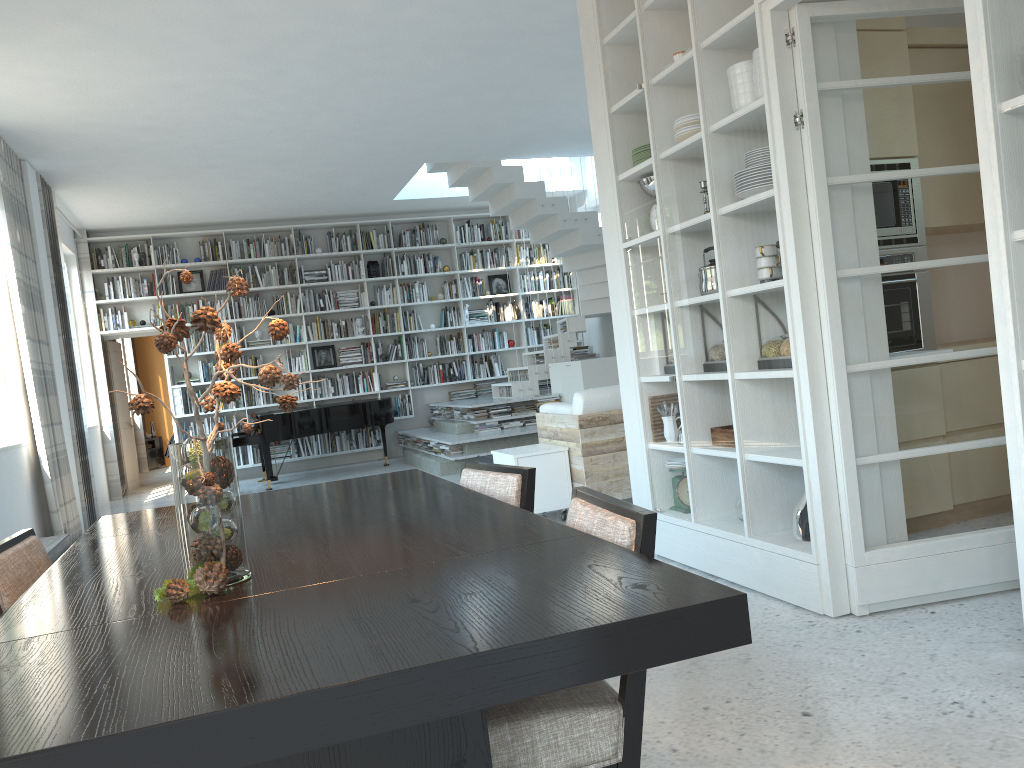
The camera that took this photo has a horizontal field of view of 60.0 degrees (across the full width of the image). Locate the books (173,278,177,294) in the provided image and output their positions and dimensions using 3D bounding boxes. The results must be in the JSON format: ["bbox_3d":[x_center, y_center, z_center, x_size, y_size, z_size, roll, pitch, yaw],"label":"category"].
[{"bbox_3d":[-4.169,-1.196,10.975,0.012,0.214,0.185,-7,2,-18],"label":"books"}]

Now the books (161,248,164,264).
[{"bbox_3d":[-4.300,-1.555,10.946,0.013,0.225,0.177,-7,2,-18],"label":"books"}]

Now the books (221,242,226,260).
[{"bbox_3d":[-3.636,-1.653,11.181,0.039,0.252,0.146,-7,2,-18],"label":"books"}]

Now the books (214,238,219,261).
[{"bbox_3d":[-3.712,-1.666,11.129,0.025,0.297,0.163,-7,2,-18],"label":"books"}]

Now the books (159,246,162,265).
[{"bbox_3d":[-4.331,-1.564,10.938,0.012,0.249,0.180,-7,2,-18],"label":"books"}]

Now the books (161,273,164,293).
[{"bbox_3d":[-4.310,-1.216,10.950,0.006,0.289,0.144,-7,2,-18],"label":"books"}]

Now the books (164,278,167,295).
[{"bbox_3d":[-4.278,-1.200,10.957,0.010,0.249,0.166,-7,2,-18],"label":"books"}]

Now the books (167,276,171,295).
[{"bbox_3d":[-4.237,-1.203,10.965,0.019,0.244,0.153,-7,2,-18],"label":"books"}]

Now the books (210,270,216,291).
[{"bbox_3d":[-3.752,-1.279,11.124,0.110,0.280,0.174,-7,2,-18],"label":"books"}]

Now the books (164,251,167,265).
[{"bbox_3d":[-4.276,-1.542,10.969,0.014,0.192,0.146,-7,2,-18],"label":"books"}]

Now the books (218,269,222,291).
[{"bbox_3d":[-3.677,-1.295,11.167,0.078,0.286,0.174,-7,2,-18],"label":"books"}]

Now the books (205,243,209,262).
[{"bbox_3d":[-3.818,-1.628,11.101,0.028,0.249,0.155,-7,2,-18],"label":"books"}]

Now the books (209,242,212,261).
[{"bbox_3d":[-3.775,-1.641,11.114,0.010,0.263,0.156,-7,2,-18],"label":"books"}]

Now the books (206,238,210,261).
[{"bbox_3d":[-3.810,-1.666,11.131,0.014,0.321,0.136,-7,2,-18],"label":"books"}]

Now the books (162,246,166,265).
[{"bbox_3d":[-4.289,-1.566,10.954,0.016,0.243,0.156,-7,2,-18],"label":"books"}]

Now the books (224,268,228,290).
[{"bbox_3d":[-3.609,-1.303,11.175,0.078,0.286,0.174,-7,2,-18],"label":"books"}]

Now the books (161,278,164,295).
[{"bbox_3d":[-4.313,-1.210,10.946,0.005,0.277,0.146,-7,2,-18],"label":"books"}]

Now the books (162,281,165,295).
[{"bbox_3d":[-4.294,-1.188,10.939,0.009,0.228,0.184,-7,2,-18],"label":"books"}]

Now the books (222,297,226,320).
[{"bbox_3d":[-3.618,-0.934,11.153,0.012,0.291,0.182,-7,2,-18],"label":"books"}]

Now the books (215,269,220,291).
[{"bbox_3d":[-3.702,-1.288,11.138,0.097,0.283,0.174,-7,2,-18],"label":"books"}]

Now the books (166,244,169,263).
[{"bbox_3d":[-4.251,-1.585,10.961,0.007,0.272,0.154,-7,2,-18],"label":"books"}]

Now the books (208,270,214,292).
[{"bbox_3d":[-3.779,-1.276,11.134,0.110,0.280,0.174,-7,2,-18],"label":"books"}]

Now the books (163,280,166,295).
[{"bbox_3d":[-4.285,-1.205,10.946,0.009,0.260,0.184,-7,2,-18],"label":"books"}]

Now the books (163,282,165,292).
[{"bbox_3d":[-4.284,-1.181,10.931,0.004,0.214,0.186,-7,2,-18],"label":"books"}]

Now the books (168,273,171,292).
[{"bbox_3d":[-4.228,-1.223,10.966,0.005,0.281,0.190,-7,2,-18],"label":"books"}]

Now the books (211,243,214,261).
[{"bbox_3d":[-3.763,-1.639,11.150,0.013,0.254,0.129,-7,2,-18],"label":"books"}]

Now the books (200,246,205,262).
[{"bbox_3d":[-3.867,-1.607,11.091,0.028,0.218,0.153,-7,2,-18],"label":"books"}]

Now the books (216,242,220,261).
[{"bbox_3d":[-3.695,-1.650,11.160,0.022,0.260,0.152,-7,2,-18],"label":"books"}]

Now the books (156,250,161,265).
[{"bbox_3d":[-4.352,-1.542,10.940,0.032,0.210,0.158,-7,2,-18],"label":"books"}]

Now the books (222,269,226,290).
[{"bbox_3d":[-3.634,-1.300,11.181,0.078,0.286,0.174,-7,2,-18],"label":"books"}]

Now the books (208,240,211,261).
[{"bbox_3d":[-3.791,-1.649,11.122,0.013,0.283,0.166,-7,2,-18],"label":"books"}]

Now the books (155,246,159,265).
[{"bbox_3d":[-4.374,-1.563,10.933,0.007,0.259,0.156,-7,2,-18],"label":"books"}]

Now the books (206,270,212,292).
[{"bbox_3d":[-3.798,-1.274,11.118,0.110,0.280,0.174,-7,2,-18],"label":"books"}]

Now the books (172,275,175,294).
[{"bbox_3d":[-4.186,-1.214,10.978,0.012,0.255,0.166,-7,2,-18],"label":"books"}]

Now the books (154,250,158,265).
[{"bbox_3d":[-4.380,-1.535,10.925,0.017,0.204,0.142,-7,2,-18],"label":"books"}]

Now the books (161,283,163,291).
[{"bbox_3d":[-4.316,-1.190,10.946,0.005,0.238,0.154,-7,2,-18],"label":"books"}]

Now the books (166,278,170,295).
[{"bbox_3d":[-4.243,-1.189,10.952,0.018,0.219,0.186,-7,2,-18],"label":"books"}]

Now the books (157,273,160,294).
[{"bbox_3d":[-4.348,-1.213,10.921,0.005,0.293,0.184,-7,2,-18],"label":"books"}]

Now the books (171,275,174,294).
[{"bbox_3d":[-4.197,-1.211,10.976,0.011,0.250,0.168,-7,2,-18],"label":"books"}]

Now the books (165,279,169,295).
[{"bbox_3d":[-4.268,-1.185,10.981,0.012,0.214,0.132,-7,2,-18],"label":"books"}]

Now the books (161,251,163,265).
[{"bbox_3d":[-4.318,-1.538,10.957,0.017,0.194,0.129,-7,2,-18],"label":"books"}]

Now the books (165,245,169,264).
[{"bbox_3d":[-4.262,-1.578,10.959,0.016,0.261,0.154,-7,2,-18],"label":"books"}]

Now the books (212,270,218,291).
[{"bbox_3d":[-3.736,-1.282,11.148,0.110,0.280,0.174,-7,2,-18],"label":"books"}]

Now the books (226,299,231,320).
[{"bbox_3d":[-3.577,-0.926,11.177,0.035,0.264,0.177,-7,2,-18],"label":"books"}]

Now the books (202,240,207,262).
[{"bbox_3d":[-3.844,-1.640,11.093,0.024,0.280,0.188,-7,2,-18],"label":"books"}]

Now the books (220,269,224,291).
[{"bbox_3d":[-3.657,-1.297,11.178,0.078,0.286,0.174,-7,2,-18],"label":"books"}]

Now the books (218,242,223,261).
[{"bbox_3d":[-3.665,-1.650,11.155,0.031,0.254,0.178,-7,2,-18],"label":"books"}]

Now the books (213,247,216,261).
[{"bbox_3d":[-3.733,-1.609,11.133,0.027,0.190,0.177,-7,2,-18],"label":"books"}]

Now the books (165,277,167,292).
[{"bbox_3d":[-4.265,-1.200,10.939,0.004,0.246,0.189,-7,2,-18],"label":"books"}]

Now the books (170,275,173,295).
[{"bbox_3d":[-4.210,-1.213,10.962,0.023,0.258,0.183,-7,2,-18],"label":"books"}]

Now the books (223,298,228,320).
[{"bbox_3d":[-3.606,-0.936,11.170,0.022,0.289,0.169,-7,2,-18],"label":"books"}]

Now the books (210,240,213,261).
[{"bbox_3d":[-3.766,-1.647,11.118,0.011,0.274,0.183,-7,2,-18],"label":"books"}]

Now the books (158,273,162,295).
[{"bbox_3d":[-4.337,-1.211,10.935,0.006,0.287,0.148,-7,2,-18],"label":"books"}]

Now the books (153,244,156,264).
[{"bbox_3d":[-4.398,-1.574,10.928,0.007,0.285,0.159,-7,2,-18],"label":"books"}]

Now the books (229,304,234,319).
[{"bbox_3d":[-3.531,-0.900,11.165,0.039,0.202,0.236,-7,2,-18],"label":"books"}]

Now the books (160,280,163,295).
[{"bbox_3d":[-4.323,-1.172,10.944,0.015,0.207,0.172,-7,2,-18],"label":"books"}]

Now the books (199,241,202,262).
[{"bbox_3d":[-3.893,-1.634,11.095,0.013,0.278,0.151,-7,2,-18],"label":"books"}]

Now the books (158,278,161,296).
[{"bbox_3d":[-4.349,-1.184,10.956,0.006,0.233,0.136,-7,2,-18],"label":"books"}]
